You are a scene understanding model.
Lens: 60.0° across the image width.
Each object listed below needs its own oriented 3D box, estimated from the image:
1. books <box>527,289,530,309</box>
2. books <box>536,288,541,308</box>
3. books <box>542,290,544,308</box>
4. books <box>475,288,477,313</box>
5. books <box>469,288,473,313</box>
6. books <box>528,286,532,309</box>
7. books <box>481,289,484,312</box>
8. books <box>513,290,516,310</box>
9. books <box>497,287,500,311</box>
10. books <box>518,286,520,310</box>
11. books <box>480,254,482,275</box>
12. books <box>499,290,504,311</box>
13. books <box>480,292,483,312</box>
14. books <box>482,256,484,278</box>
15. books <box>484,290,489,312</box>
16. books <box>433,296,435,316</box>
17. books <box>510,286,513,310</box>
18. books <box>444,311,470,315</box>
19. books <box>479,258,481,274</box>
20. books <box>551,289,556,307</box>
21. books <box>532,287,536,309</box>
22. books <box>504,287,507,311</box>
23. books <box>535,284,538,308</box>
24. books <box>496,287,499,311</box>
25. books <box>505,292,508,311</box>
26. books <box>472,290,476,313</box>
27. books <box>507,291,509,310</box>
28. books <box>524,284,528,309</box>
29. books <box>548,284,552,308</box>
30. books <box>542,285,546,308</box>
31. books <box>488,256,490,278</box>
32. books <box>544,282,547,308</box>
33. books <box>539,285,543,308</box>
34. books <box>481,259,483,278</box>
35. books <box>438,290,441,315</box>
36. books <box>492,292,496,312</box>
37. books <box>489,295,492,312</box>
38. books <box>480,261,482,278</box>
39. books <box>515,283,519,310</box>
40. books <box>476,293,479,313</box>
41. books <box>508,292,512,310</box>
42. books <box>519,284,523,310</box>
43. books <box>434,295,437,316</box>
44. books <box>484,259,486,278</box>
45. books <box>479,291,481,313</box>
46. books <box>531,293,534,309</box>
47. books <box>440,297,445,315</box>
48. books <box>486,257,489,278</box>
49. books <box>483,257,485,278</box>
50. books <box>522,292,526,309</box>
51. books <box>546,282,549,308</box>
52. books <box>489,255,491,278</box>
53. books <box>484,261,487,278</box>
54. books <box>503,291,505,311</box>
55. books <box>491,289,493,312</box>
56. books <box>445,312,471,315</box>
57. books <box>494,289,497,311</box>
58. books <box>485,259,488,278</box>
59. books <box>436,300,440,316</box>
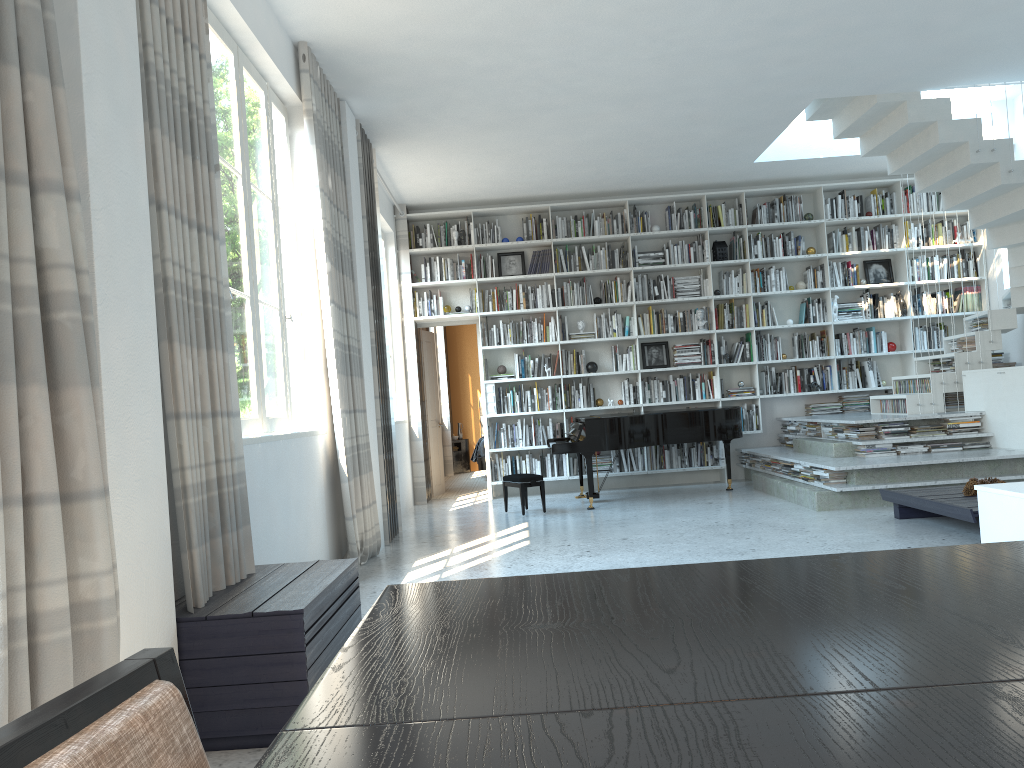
[{"bbox_3d":[0.179,-0.915,9.724,0.013,0.232,0.171,-4,-1,0],"label":"books"},{"bbox_3d":[0.290,-0.923,9.719,0.030,0.230,0.172,-4,-1,0],"label":"books"},{"bbox_3d":[0.335,-0.913,9.731,0.013,0.206,0.172,-4,-1,0],"label":"books"},{"bbox_3d":[-0.391,-0.901,9.736,0.010,0.286,0.137,-4,-1,0],"label":"books"},{"bbox_3d":[-0.447,-0.897,9.731,0.012,0.285,0.159,-4,-1,0],"label":"books"},{"bbox_3d":[0.198,-0.931,9.738,0.029,0.260,0.157,-4,-1,0],"label":"books"},{"bbox_3d":[-0.317,-0.896,9.725,0.012,0.263,0.180,-4,-1,0],"label":"books"},{"bbox_3d":[0.028,-0.907,9.733,0.047,0.238,0.162,-4,-1,0],"label":"books"},{"bbox_3d":[-0.144,-0.915,9.719,0.011,0.277,0.164,-4,-1,0],"label":"books"},{"bbox_3d":[0.075,-0.928,9.718,0.023,0.271,0.187,-4,-1,0],"label":"books"},{"bbox_3d":[-0.336,-1.274,9.742,0.006,0.289,0.144,-4,-1,0],"label":"books"},{"bbox_3d":[-0.114,-0.903,9.736,0.047,0.249,0.134,-4,-1,0],"label":"books"},{"bbox_3d":[-0.332,-0.879,9.733,0.022,0.232,0.151,-4,-1,0],"label":"books"},{"bbox_3d":[-0.314,-1.262,9.729,0.009,0.260,0.184,-4,-1,0],"label":"books"},{"bbox_3d":[-0.279,-0.895,9.741,0.062,0.258,0.153,-4,-1,0],"label":"books"},{"bbox_3d":[-0.848,-0.843,9.736,0.010,0.234,0.165,-4,-1,0],"label":"books"},{"bbox_3d":[-0.004,-0.922,9.729,0.014,0.272,0.180,-4,-1,0],"label":"books"},{"bbox_3d":[-0.594,-0.774,9.738,0.285,0.012,0.159,-4,-2,2],"label":"books"},{"bbox_3d":[-0.344,-1.248,9.740,0.005,0.238,0.154,-4,-1,0],"label":"books"},{"bbox_3d":[0.454,-0.921,9.695,0.039,0.202,0.236,-4,-1,0],"label":"books"},{"bbox_3d":[0.245,-0.934,9.742,0.035,0.260,0.131,-4,-1,0],"label":"books"},{"bbox_3d":[-0.073,-0.920,9.737,0.012,0.277,0.150,-4,-1,0],"label":"books"},{"bbox_3d":[0.267,-0.946,9.724,0.012,0.281,0.188,-4,-1,0],"label":"books"},{"bbox_3d":[-0.159,-0.915,9.730,0.020,0.281,0.164,-4,-1,0],"label":"books"},{"bbox_3d":[-0.058,-0.891,9.724,0.014,0.218,0.164,-4,-1,0],"label":"books"},{"bbox_3d":[-0.418,-0.891,9.751,0.044,0.269,0.134,-4,-1,0],"label":"books"},{"bbox_3d":[-0.045,-0.898,9.731,0.011,0.229,0.170,-4,-1,0],"label":"books"},{"bbox_3d":[0.158,-0.940,9.736,0.025,0.286,0.161,-4,-1,0],"label":"books"},{"bbox_3d":[0.415,-0.948,9.720,0.035,0.264,0.177,-4,-1,0],"label":"books"},{"bbox_3d":[0.352,-0.944,9.740,0.024,0.266,0.155,-4,-1,0],"label":"books"},{"bbox_3d":[-0.253,-1.277,9.731,0.005,0.281,0.190,-4,-1,0],"label":"books"},{"bbox_3d":[0.369,-0.959,9.711,0.012,0.291,0.182,-4,-1,0],"label":"books"},{"bbox_3d":[0.315,-0.941,9.718,0.022,0.263,0.174,-4,-1,0],"label":"books"},{"bbox_3d":[-0.326,-1.245,9.726,0.009,0.228,0.184,-4,-1,0],"label":"books"},{"bbox_3d":[-0.788,-0.880,9.732,0.013,0.298,0.179,-4,-1,0],"label":"books"},{"bbox_3d":[-0.196,-0.887,9.728,0.030,0.230,0.172,-4,-1,0],"label":"books"},{"bbox_3d":[-0.233,-0.868,9.716,0.026,0.195,0.175,-4,-1,0],"label":"books"},{"bbox_3d":[-0.340,-1.268,9.739,0.005,0.277,0.146,-4,-1,0],"label":"books"},{"bbox_3d":[0.056,-0.942,9.737,0.014,0.304,0.151,-4,-1,0],"label":"books"},{"bbox_3d":[-0.374,-0.873,9.699,0.021,0.224,0.231,-4,-1,0],"label":"books"},{"bbox_3d":[-0.024,-0.893,9.724,0.031,0.217,0.173,-4,-1,0],"label":"books"},{"bbox_3d":[0.101,-0.937,9.713,0.030,0.285,0.185,-4,-1,0],"label":"books"},{"bbox_3d":[-0.832,-0.846,9.711,0.021,0.237,0.188,-4,-1,0],"label":"books"},{"bbox_3d":[-0.297,-1.256,9.717,0.004,0.246,0.189,-4,-1,0],"label":"books"},{"bbox_3d":[-0.350,-0.888,9.742,0.012,0.254,0.161,-4,-1,0],"label":"books"},{"bbox_3d":[0.226,-0.895,9.736,0.022,0.186,0.136,-4,-1,0],"label":"books"},{"bbox_3d":[-0.764,-0.838,9.718,0.029,0.211,0.187,-4,-1,0],"label":"books"},{"bbox_3d":[-0.263,-1.257,9.733,0.019,0.244,0.153,-4,-1,0],"label":"books"},{"bbox_3d":[-0.305,-1.257,9.738,0.010,0.249,0.166,-4,-1,0],"label":"books"},{"bbox_3d":[0.134,-0.894,9.708,0.029,0.195,0.192,-4,-1,0],"label":"books"},{"bbox_3d":[0.386,-0.959,9.723,0.022,0.289,0.169,-4,-1,0],"label":"books"},{"bbox_3d":[-0.238,-1.266,9.721,0.023,0.258,0.183,-4,-1,0],"label":"books"},{"bbox_3d":[-0.288,-1.240,9.758,0.012,0.214,0.132,-4,-1,0],"label":"books"},{"bbox_3d":[-0.084,-0.895,9.741,0.012,0.230,0.149,-4,-1,0],"label":"books"},{"bbox_3d":[-0.217,-0.902,9.733,0.010,0.262,0.151,-4,-1,0],"label":"books"},{"bbox_3d":[-0.593,-0.762,9.735,0.285,0.012,0.159,-4,-2,-3],"label":"books"},{"bbox_3d":[-0.175,-0.900,9.726,0.014,0.252,0.187,-4,-1,0],"label":"books"},{"bbox_3d":[-0.274,-1.244,9.722,0.018,0.218,0.186,-4,-1,0],"label":"books"},{"bbox_3d":[-0.805,-0.824,9.751,0.029,0.191,0.134,-4,-1,0],"label":"books"}]
